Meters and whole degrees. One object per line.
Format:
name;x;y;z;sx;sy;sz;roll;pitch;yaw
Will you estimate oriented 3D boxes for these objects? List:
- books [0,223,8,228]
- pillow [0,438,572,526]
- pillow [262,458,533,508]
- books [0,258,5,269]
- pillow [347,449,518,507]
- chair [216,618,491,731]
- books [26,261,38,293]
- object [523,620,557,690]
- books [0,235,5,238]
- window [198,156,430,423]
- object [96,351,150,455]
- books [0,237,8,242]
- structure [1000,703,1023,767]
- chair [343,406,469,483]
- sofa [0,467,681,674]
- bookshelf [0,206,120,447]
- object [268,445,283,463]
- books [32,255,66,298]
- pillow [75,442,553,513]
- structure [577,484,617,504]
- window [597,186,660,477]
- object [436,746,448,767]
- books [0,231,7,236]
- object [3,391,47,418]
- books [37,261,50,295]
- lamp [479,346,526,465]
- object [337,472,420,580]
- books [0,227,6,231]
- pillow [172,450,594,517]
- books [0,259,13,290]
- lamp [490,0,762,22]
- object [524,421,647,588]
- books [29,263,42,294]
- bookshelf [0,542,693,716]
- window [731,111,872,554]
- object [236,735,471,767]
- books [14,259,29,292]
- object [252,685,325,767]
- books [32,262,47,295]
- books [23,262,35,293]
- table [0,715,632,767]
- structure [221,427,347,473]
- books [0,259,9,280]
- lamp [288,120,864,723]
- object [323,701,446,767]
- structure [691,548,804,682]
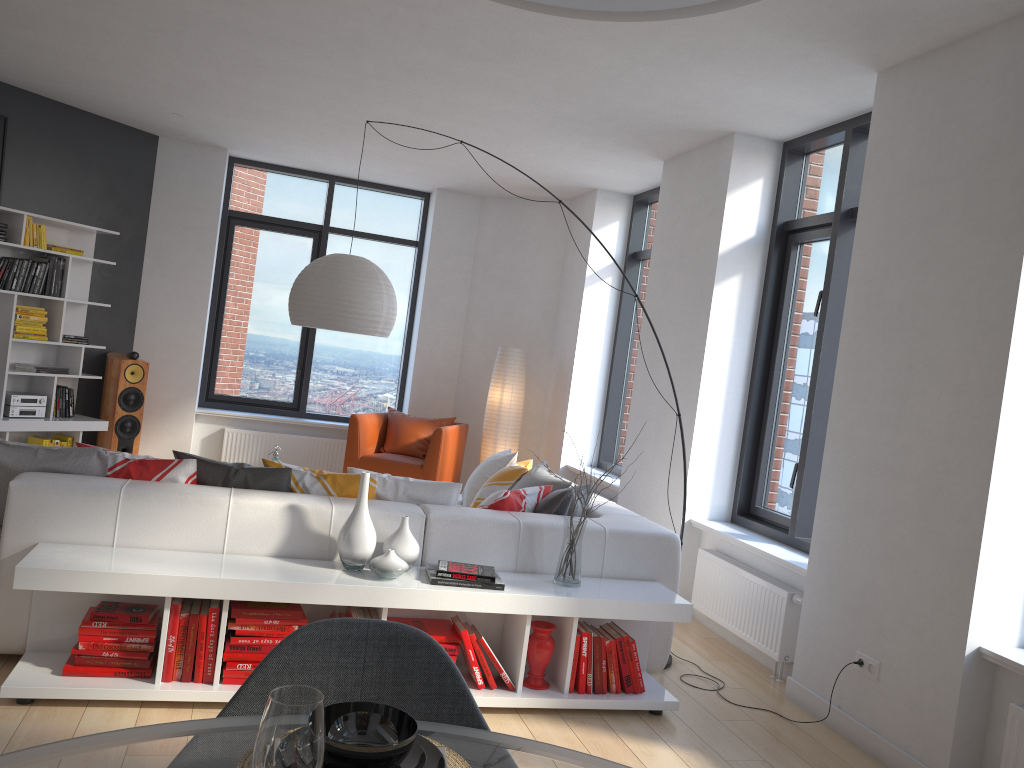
books;-3.889;-1.186;6.501;0.209;0.030;0.266;8;1;22
pillow;-1.023;0.540;4.456;2.953;0.453;0.647;7;2;-29
pillow;-0.489;0.622;4.834;0.630;0.440;2.095;8;2;31
books;-3.871;-0.827;6.574;0.182;0.234;0.104;8;2;29
pillow;-0.367;0.613;5.129;0.580;0.456;2.156;8;1;10
chair;-0.281;0.906;1.421;0.655;0.891;0.619;7;1;-10
books;-3.744;-0.826;6.807;0.192;0.254;0.075;8;2;28
object;0.115;1.144;3.749;0.125;0.258;0.125;6;2;-39
books;-3.897;-1.106;6.498;0.189;0.020;0.264;8;2;27
window;-1.931;-0.858;8.779;1.960;2.402;0.170;7;1;-16
object;-3.384;0.245;7.631;0.434;1.088;0.290;9;2;44
books;-3.897;-1.081;6.498;0.214;0.030;0.284;8;2;32
structure;1.912;1.388;2.664;0.110;0.460;1.015;7;1;-16
chair;-0.924;0.678;7.954;0.896;0.858;0.843;8;1;16
sofa;-1.187;0.783;4.932;3.424;0.732;2.614;7;1;-16
bookshelf;-4.160;-0.307;6.070;0.455;2.052;3.000;8;2;29
object;-1.571;0.502;5.543;0.330;0.265;0.330;8;1;8
books;-3.670;-0.849;6.991;0.259;0.321;0.128;8;2;29
pillow;-0.843;0.602;4.165;2.250;0.449;0.575;7;1;-19
structure;0.649;1.112;7.082;0.110;0.460;1.015;7;1;-16
window;1.163;-0.406;7.165;0.170;2.402;1.310;7;1;-16
object;-0.236;0.576;1.326;0.309;0.015;0.206;7;1;-12
books;-3.910;-1.134;6.510;0.214;0.030;0.284;8;2;32
object;-3.830;0.160;6.889;0.270;0.174;0.285;8;2;29
books;-3.696;-0.825;6.893;0.197;0.260;0.066;8;2;29
lamp;0.048;0.462;7.927;0.804;1.550;0.502;9;2;34
object;-0.537;0.566;3.618;0.316;0.398;0.319;8;1;8
books;-3.881;-1.158;6.499;0.180;0.026;0.246;8;2;31
pillow;-0.531;0.615;4.263;2.120;0.436;0.608;7;1;-21
books;-3.832;-0.823;6.626;0.169;0.233;0.081;8;2;28
lamp;0.304;-2.677;0.718;1.000;4.513;1.000;7;1;-14
object;0.325;0.502;3.778;0.406;0.744;0.607;8;2;24
books;-3.721;-0.819;6.824;0.179;0.243;0.071;8;2;28
bookshelf;-0.548;1.018;3.582;2.600;0.500;0.356;7;1;-16
window;1.794;-0.268;4.957;0.170;2.402;1.310;7;1;-16
object;-0.228;0.585;1.329;0.360;0.002;0.360;8;2;26
books;-3.783;-0.828;6.739;0.191;0.249;0.084;8;2;29
object;-0.269;0.476;1.051;0.083;0.220;0.083;6;2;-44
books;-3.712;-0.821;6.863;0.191;0.249;0.084;8;2;29
books;-3.733;-0.817;6.774;0.172;0.242;0.069;8;2;30
table;-0.175;0.991;0.814;1.499;0.764;1.499;7;2;-27
structure;-2.018;0.722;8.509;1.474;0.460;0.110;7;1;-16
books;-3.859;-0.826;6.605;0.187;0.234;0.096;8;2;29
lamp;0.249;0.016;4.586;3.199;2.647;0.710;8;1;20
object;-0.226;0.547;1.339;0.258;0.074;0.258;7;2;-36
structure;1.282;1.250;4.871;0.110;0.460;1.015;7;1;-16
